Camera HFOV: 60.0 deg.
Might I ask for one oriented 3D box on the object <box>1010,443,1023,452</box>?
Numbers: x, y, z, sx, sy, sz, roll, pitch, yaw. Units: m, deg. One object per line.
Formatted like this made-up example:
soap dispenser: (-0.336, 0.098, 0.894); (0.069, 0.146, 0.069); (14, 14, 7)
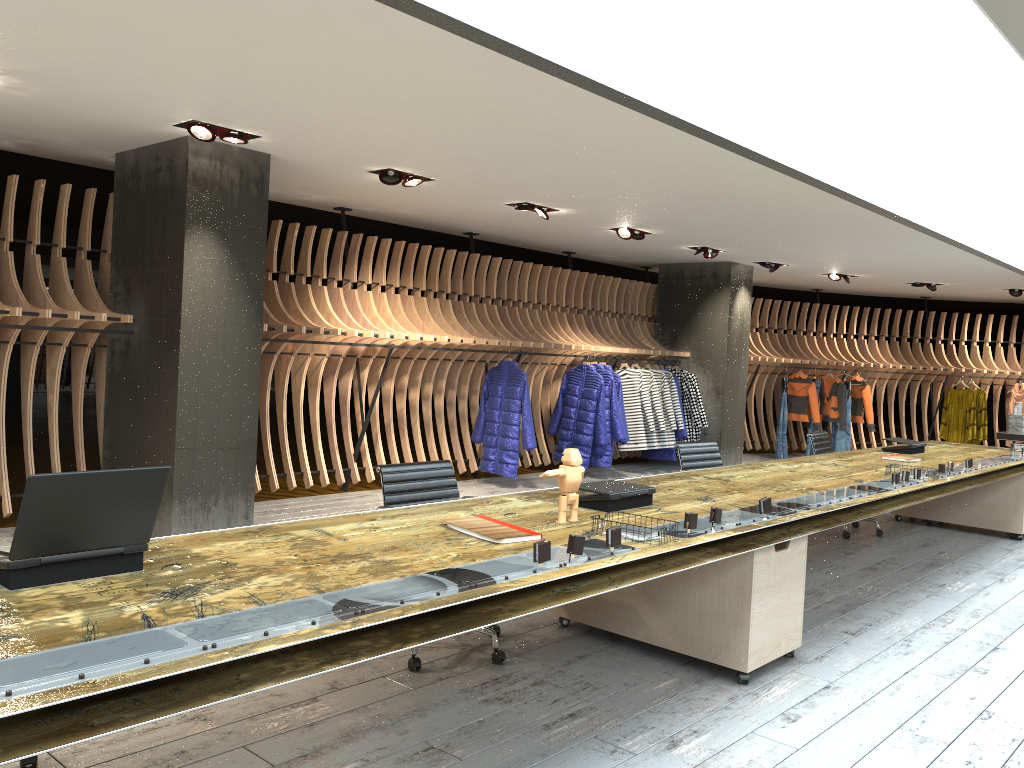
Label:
object: (4.854, 0.609, 8.322); (0.302, 0.074, 0.217); (4, 2, 36)

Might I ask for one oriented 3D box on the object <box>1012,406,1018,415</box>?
object: (6.318, 0.332, 11.137); (0.062, 0.109, 0.062); (3, 1, 8)

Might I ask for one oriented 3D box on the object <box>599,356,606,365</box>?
object: (1.093, -0.210, 10.732); (0.525, 0.270, 0.012); (5, 2, 42)

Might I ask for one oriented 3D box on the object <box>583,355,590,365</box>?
object: (0.867, -0.200, 10.504); (0.523, 0.292, 0.012); (5, 2, 42)

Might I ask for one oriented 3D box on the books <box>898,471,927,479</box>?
books: (2.613, 0.592, 5.790); (0.155, 0.025, 0.110); (4, 2, 37)

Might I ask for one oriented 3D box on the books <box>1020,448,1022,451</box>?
books: (4.854, 0.620, 8.317); (0.155, 0.025, 0.110); (4, 2, 37)

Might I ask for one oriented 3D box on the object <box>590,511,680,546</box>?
object: (0.470, 0.554, 3.392); (0.302, 0.074, 0.217); (4, 2, 36)

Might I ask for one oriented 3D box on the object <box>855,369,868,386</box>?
object: (5.587, -0.102, 14.361); (0.012, 0.270, 0.525); (3, 2, -18)

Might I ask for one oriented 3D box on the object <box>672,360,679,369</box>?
object: (2.228, -0.166, 11.978); (0.518, 0.312, 0.012); (5, 2, 42)

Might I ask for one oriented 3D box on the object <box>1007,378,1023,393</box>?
object: (8.367, 0.036, 14.595); (0.012, 0.270, 0.525); (3, 2, -13)

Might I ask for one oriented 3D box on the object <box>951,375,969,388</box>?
object: (7.408, -0.012, 14.643); (0.012, 0.270, 0.525); (3, 2, -18)

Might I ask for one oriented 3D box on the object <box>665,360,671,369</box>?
object: (2.106, -0.166, 11.835); (0.517, 0.316, 0.012); (5, 2, 42)

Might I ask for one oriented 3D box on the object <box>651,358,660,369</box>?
object: (1.871, -0.179, 11.565); (0.518, 0.312, 0.012); (5, 2, 42)

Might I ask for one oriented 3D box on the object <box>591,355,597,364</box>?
object: (0.986, -0.201, 10.587); (0.523, 0.291, 0.012); (5, 2, 42)

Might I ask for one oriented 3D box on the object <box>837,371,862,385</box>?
object: (5.357, -0.122, 14.285); (0.549, 0.243, 0.023); (4, 1, 18)

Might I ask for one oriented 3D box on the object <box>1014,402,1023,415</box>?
object: (6.453, 0.333, 11.133); (0.263, 0.204, 0.088); (4, 2, 40)

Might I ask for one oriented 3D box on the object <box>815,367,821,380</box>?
object: (4.808, -0.143, 14.061); (0.023, 0.243, 0.549); (4, 2, 38)

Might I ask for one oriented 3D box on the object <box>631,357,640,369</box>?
object: (1.577, -0.183, 11.236); (0.518, 0.312, 0.012); (5, 2, 42)

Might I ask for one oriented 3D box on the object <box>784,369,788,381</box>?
object: (4.268, -0.162, 13.786); (0.023, 0.243, 0.549); (3, 2, 23)

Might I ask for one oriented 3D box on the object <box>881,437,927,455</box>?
object: (3.366, 0.531, 7.608); (0.261, 0.111, 0.373); (5, 3, 42)

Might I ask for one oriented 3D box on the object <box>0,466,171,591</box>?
object: (-1.210, 0.371, 2.445); (0.365, 0.316, 0.373); (4, 2, 42)

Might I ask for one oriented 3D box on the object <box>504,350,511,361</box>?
object: (-0.046, -0.224, 9.453); (0.525, 0.270, 0.012); (5, 2, 42)

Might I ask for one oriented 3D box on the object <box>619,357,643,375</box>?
object: (1.421, -0.185, 11.060); (0.518, 0.312, 0.012); (5, 2, 42)

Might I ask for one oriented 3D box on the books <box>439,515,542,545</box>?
books: (-0.085, 0.544, 3.322); (0.213, 0.026, 0.366); (1, 3, -38)

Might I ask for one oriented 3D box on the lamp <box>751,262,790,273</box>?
lamp: (3.420, -1.625, 11.722); (0.492, 0.292, 0.269); (1, 2, -42)

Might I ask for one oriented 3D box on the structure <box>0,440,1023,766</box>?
structure: (1.240, 0.901, 4.822); (1.163, 0.844, 10.449); (5, 3, 42)

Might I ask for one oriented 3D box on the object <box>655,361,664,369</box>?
object: (1.961, -0.200, 11.753); (0.525, 0.270, 0.012); (5, 2, 42)

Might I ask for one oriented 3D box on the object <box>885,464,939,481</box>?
object: (2.613, 0.580, 5.794); (0.302, 0.071, 0.209); (4, 2, 36)

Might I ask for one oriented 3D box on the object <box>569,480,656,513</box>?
object: (0.454, 0.515, 4.086); (0.263, 0.088, 0.373); (5, 3, 42)

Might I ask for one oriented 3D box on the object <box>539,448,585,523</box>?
object: (0.212, 0.414, 3.585); (0.097, 0.300, 0.320); (4, 2, 25)

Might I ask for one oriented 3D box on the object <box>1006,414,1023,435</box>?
object: (6.451, 0.510, 11.202); (0.303, 0.239, 0.497); (4, 2, 42)

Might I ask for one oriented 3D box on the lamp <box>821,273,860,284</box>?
lamp: (4.690, -1.590, 12.669); (0.492, 0.296, 0.269); (2, 2, -29)

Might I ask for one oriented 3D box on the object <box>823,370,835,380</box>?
object: (5.078, -0.119, 14.177); (0.012, 0.270, 0.525); (2, 2, -28)

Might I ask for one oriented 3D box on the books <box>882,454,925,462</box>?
books: (3.074, 0.581, 6.957); (0.213, 0.026, 0.366); (5, 3, 42)

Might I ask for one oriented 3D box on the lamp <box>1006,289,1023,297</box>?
lamp: (7.744, -1.455, 13.415); (0.492, 0.297, 0.269); (3, 1, 2)

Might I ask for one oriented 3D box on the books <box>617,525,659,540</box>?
books: (0.471, 0.565, 3.388); (0.155, 0.025, 0.110); (4, 2, 37)

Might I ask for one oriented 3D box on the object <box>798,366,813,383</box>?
object: (4.533, -0.142, 13.945); (0.012, 0.270, 0.525); (2, 2, -33)

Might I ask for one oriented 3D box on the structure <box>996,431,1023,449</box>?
structure: (2.466, 1.014, 3.440); (4.839, 0.844, 18.471); (5, 3, 42)

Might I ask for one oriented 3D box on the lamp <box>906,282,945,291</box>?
lamp: (6.166, -1.534, 13.246); (0.492, 0.293, 0.269); (2, 2, -16)

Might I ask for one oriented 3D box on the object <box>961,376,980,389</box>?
object: (7.591, -0.003, 14.651); (0.012, 0.270, 0.525); (3, 2, -18)

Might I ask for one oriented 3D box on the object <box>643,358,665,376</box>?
object: (1.752, -0.180, 11.432); (0.518, 0.312, 0.012); (5, 2, 42)
